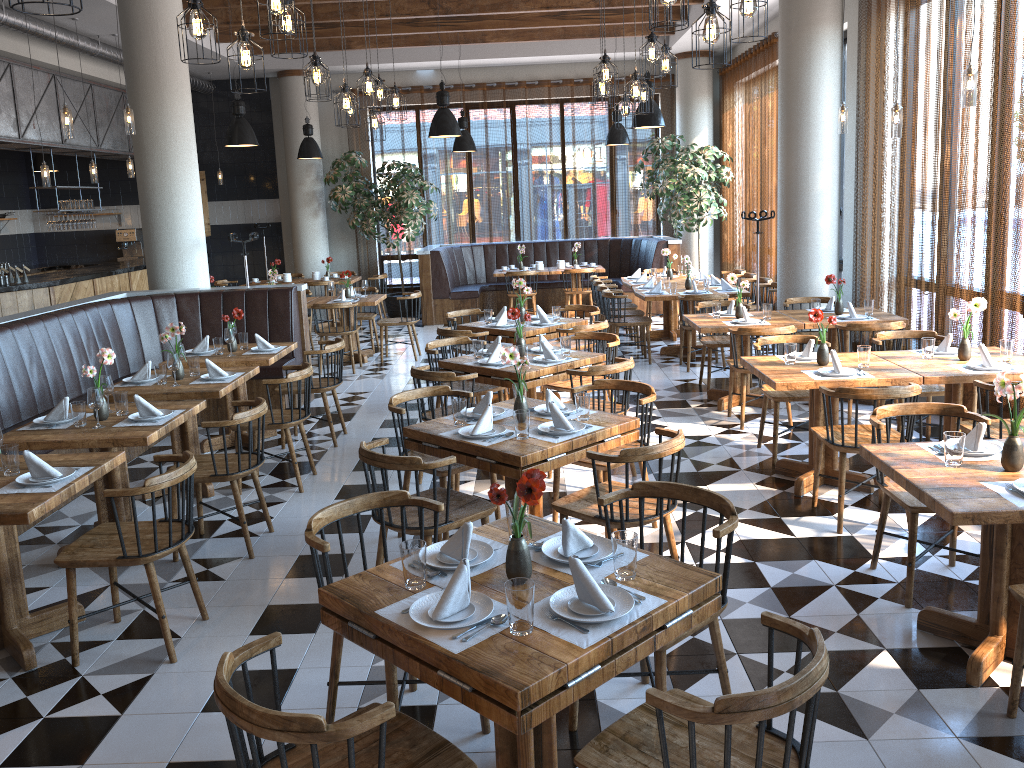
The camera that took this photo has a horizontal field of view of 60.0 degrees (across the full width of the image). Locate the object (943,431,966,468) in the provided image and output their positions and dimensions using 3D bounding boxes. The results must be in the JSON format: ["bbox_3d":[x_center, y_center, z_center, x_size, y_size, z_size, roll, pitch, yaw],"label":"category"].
[{"bbox_3d":[1.742,0.259,3.494,0.080,0.131,0.080,-5,10,-14],"label":"object"}]

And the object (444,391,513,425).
[{"bbox_3d":[-0.149,0.097,4.654,0.353,0.136,0.273,-13,16,-43],"label":"object"}]

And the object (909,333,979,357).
[{"bbox_3d":[2.829,-0.272,5.793,0.352,0.136,0.274,-2,11,1],"label":"object"}]

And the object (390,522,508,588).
[{"bbox_3d":[-0.170,0.487,2.796,0.353,0.136,0.273,-13,16,-43],"label":"object"}]

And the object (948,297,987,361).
[{"bbox_3d":[2.814,-0.339,5.478,0.206,0.397,0.147,-2,10,5],"label":"object"}]

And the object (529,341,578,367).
[{"bbox_3d":[0.253,-0.226,6.114,0.353,0.136,0.273,-13,16,-43],"label":"object"}]

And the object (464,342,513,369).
[{"bbox_3d":[-0.126,-0.211,6.119,0.273,0.136,0.353,-13,16,-43],"label":"object"}]

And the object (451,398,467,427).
[{"bbox_3d":[-0.263,0.144,4.464,0.080,0.131,0.080,0,11,16],"label":"object"}]

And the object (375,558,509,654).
[{"bbox_3d":[-0.169,0.565,2.423,0.273,0.136,0.353,-13,16,-43],"label":"object"}]

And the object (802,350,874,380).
[{"bbox_3d":[1.940,-0.127,5.285,0.352,0.136,0.274,-2,11,1],"label":"object"}]

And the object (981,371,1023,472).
[{"bbox_3d":[1.897,0.139,3.386,0.146,0.397,0.208,-4,10,-6],"label":"object"}]

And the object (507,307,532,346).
[{"bbox_3d":[0.045,-0.371,6.320,0.156,0.352,0.172,-9,12,-33],"label":"object"}]

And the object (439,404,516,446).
[{"bbox_3d":[-0.147,0.175,4.281,0.273,0.136,0.353,-13,16,-43],"label":"object"}]

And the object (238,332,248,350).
[{"bbox_3d":[-2.190,-0.351,7.231,0.080,0.131,0.080,-5,10,-14],"label":"object"}]

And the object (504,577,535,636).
[{"bbox_3d":[0.022,0.583,2.309,0.080,0.131,0.080,2,11,26],"label":"object"}]

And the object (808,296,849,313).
[{"bbox_3d":[2.857,-0.727,7.960,0.352,0.136,0.274,-2,11,1],"label":"object"}]

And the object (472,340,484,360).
[{"bbox_3d":[-0.239,-0.241,6.298,0.080,0.131,0.080,-1,10,6],"label":"object"}]

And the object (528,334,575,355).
[{"bbox_3d":[0.251,-0.304,6.487,0.273,0.136,0.353,-13,16,-43],"label":"object"}]

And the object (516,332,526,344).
[{"bbox_3d":[0.068,-0.319,6.607,0.080,0.131,0.080,0,11,16],"label":"object"}]

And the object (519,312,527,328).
[{"bbox_3d":[0.094,-0.563,7.766,0.080,0.131,0.080,-9,12,-33],"label":"object"}]

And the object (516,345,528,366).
[{"bbox_3d":[0.071,-0.192,5.999,0.080,0.131,0.080,-1,10,6],"label":"object"}]

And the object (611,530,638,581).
[{"bbox_3d":[0.332,0.507,2.607,0.080,0.131,0.080,-7,11,-23],"label":"object"}]

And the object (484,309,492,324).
[{"bbox_3d":[-0.215,-0.612,8.064,0.080,0.131,0.080,-9,12,-33],"label":"object"}]

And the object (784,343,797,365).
[{"bbox_3d":[1.771,-0.190,5.634,0.080,0.131,0.080,-5,10,-14],"label":"object"}]

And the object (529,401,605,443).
[{"bbox_3d":[0.231,0.159,4.276,0.353,0.136,0.273,-13,16,-43],"label":"object"}]

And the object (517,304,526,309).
[{"bbox_3d":[0.091,-0.690,8.374,0.080,0.131,0.080,-7,11,-23],"label":"object"}]

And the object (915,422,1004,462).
[{"bbox_3d":[1.913,0.211,3.679,0.352,0.136,0.274,-2,11,1],"label":"object"}]

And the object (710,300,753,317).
[{"bbox_3d":[1.969,-0.692,7.978,0.352,0.136,0.274,-2,11,1],"label":"object"}]

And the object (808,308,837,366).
[{"bbox_3d":[1.943,-0.300,5.582,0.156,0.352,0.172,-6,11,-20],"label":"object"}]

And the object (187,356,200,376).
[{"bbox_3d":[-2.204,-0.123,6.145,0.080,0.131,0.080,-1,10,6],"label":"object"}]

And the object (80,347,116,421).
[{"bbox_3d":[-2.267,0.005,4.897,0.146,0.397,0.208,-1,10,9],"label":"object"}]

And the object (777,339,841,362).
[{"bbox_3d":[1.941,-0.237,5.811,0.352,0.136,0.274,-2,11,1],"label":"object"}]

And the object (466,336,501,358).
[{"bbox_3d":[-0.127,-0.289,6.491,0.353,0.136,0.273,-13,16,-43],"label":"object"}]

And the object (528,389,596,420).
[{"bbox_3d":[0.230,0.081,4.649,0.273,0.136,0.353,-13,16,-43],"label":"object"}]

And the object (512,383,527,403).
[{"bbox_3d":[0.044,0.066,4.774,0.080,0.131,0.080,0,11,16],"label":"object"}]

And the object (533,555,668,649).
[{"bbox_3d":[0.210,0.549,2.419,0.353,0.136,0.273,-13,16,-43],"label":"object"}]

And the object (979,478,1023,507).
[{"bbox_3d":[1.912,0.321,3.153,0.352,0.136,0.274,-2,11,1],"label":"object"}]

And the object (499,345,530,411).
[{"bbox_3d":[0.016,-0.002,4.454,0.146,0.397,0.208,0,10,13],"label":"object"}]

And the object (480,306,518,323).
[{"bbox_3d":[-0.101,-0.660,8.261,0.353,0.136,0.273,-13,16,-43],"label":"object"}]

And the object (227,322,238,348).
[{"bbox_3d":[-2.306,-0.404,7.307,0.081,0.214,0.081,-8,11,-29],"label":"object"}]

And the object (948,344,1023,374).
[{"bbox_3d":[2.828,-0.162,5.267,0.352,0.136,0.274,-2,11,1],"label":"object"}]

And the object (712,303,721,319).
[{"bbox_3d":[1.799,-0.644,7.798,0.080,0.131,0.080,-5,10,-14],"label":"object"}]

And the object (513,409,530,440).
[{"bbox_3d":[0.047,0.193,4.166,0.080,0.131,0.080,0,11,16],"label":"object"}]

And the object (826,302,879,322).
[{"bbox_3d":[2.856,-0.617,7.434,0.352,0.136,0.274,-2,11,1],"label":"object"}]

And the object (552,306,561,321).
[{"bbox_3d":[0.404,-0.639,8.065,0.080,0.131,0.080,-7,11,-23],"label":"object"}]

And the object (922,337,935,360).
[{"bbox_3d":[2.638,-0.224,5.617,0.080,0.131,0.080,5,13,36],"label":"object"}]

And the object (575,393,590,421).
[{"bbox_3d":[0.357,0.117,4.464,0.080,0.131,0.080,0,11,16],"label":"object"}]

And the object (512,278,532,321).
[{"bbox_3d":[0.094,-0.764,8.078,0.206,0.397,0.147,1,10,21],"label":"object"}]

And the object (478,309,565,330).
[{"bbox_3d":[0.091,-0.596,7.914,0.584,0.136,0.579,-14,16,-43],"label":"object"}]

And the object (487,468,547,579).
[{"bbox_3d":[0.034,0.417,2.560,0.157,0.352,0.171,-11,13,-41],"label":"object"}]

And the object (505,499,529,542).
[{"bbox_3d":[0.019,0.456,2.917,0.080,0.131,0.080,0,11,16],"label":"object"}]

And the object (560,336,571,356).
[{"bbox_3d":[0.381,-0.268,6.298,0.080,0.131,0.080,-1,10,6],"label":"object"}]

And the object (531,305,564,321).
[{"bbox_3d":[0.278,-0.676,8.256,0.273,0.136,0.353,-13,16,-43],"label":"object"}]

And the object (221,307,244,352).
[{"bbox_3d":[-2.217,-0.433,7.088,0.171,0.352,0.157,-2,10,4],"label":"object"}]

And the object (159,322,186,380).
[{"bbox_3d":[-2.280,-0.221,5.981,0.206,0.397,0.147,-2,10,3],"label":"object"}]

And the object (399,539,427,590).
[{"bbox_3d":[-0.287,0.534,2.607,0.080,0.131,0.080,2,11,26],"label":"object"}]

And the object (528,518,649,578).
[{"bbox_3d":[0.209,0.471,2.791,0.273,0.136,0.353,-13,16,-43],"label":"object"}]

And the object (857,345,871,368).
[{"bbox_3d":[2.165,-0.168,5.449,0.080,0.131,0.080,-5,10,-14],"label":"object"}]

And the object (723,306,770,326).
[{"bbox_3d":[1.968,-0.582,7.452,0.352,0.136,0.274,-2,11,1],"label":"object"}]

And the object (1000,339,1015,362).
[{"bbox_3d":[3.032,-0.203,5.432,0.080,0.131,0.080,5,13,36],"label":"object"}]
